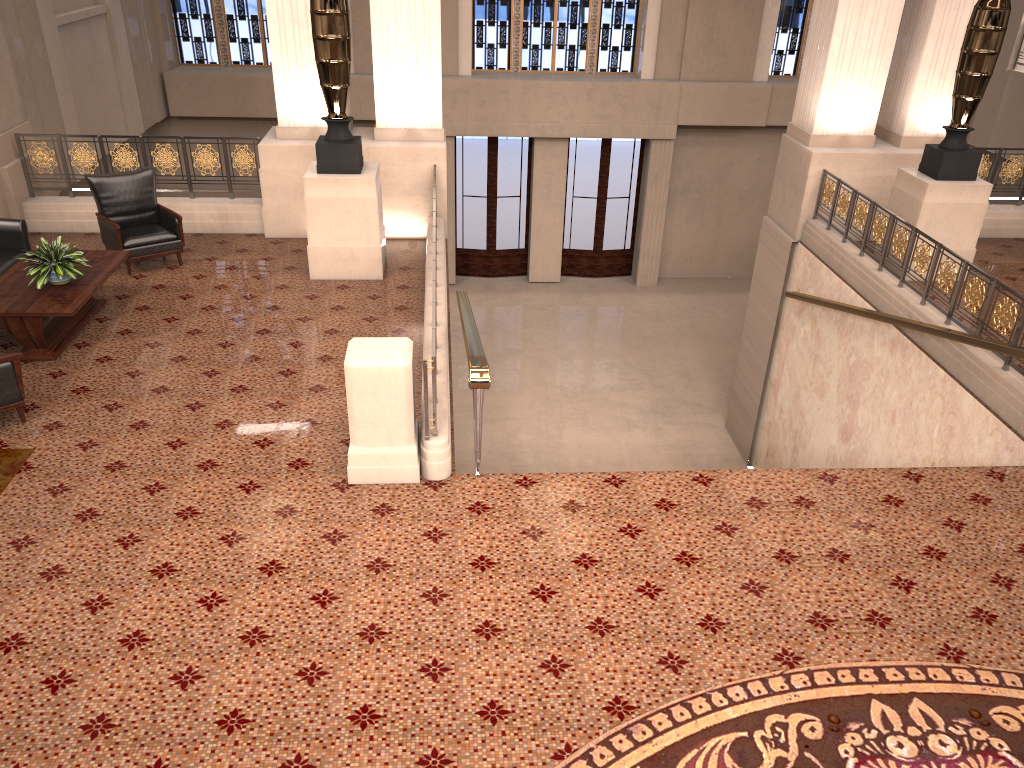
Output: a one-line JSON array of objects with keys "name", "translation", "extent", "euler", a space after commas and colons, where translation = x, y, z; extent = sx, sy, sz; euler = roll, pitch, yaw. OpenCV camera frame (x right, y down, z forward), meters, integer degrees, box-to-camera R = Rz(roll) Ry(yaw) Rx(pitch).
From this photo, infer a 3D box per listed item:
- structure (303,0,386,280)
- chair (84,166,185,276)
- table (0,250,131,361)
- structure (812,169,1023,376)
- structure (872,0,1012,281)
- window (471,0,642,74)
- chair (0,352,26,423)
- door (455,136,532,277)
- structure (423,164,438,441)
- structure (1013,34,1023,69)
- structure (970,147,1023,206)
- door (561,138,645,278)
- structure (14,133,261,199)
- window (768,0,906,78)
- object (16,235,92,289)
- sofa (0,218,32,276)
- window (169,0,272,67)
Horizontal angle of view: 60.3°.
[{"name": "structure", "translation": [-1.591, -2.428, 8.090], "extent": [0.700, 2.934, 0.665], "euler": [-1, 31, -4]}, {"name": "chair", "translation": [-3.629, -1.584, 8.556], "extent": [0.635, 0.888, 0.695], "euler": [-21, 37, -34]}, {"name": "table", "translation": [-3.733, -0.658, 7.235], "extent": [0.838, 0.459, 1.402], "euler": [-1, 28, -4]}, {"name": "structure", "translation": [3.575, -1.012, 7.687], "extent": [0.079, 0.566, 4.693], "euler": [-1, 28, -5]}, {"name": "structure", "translation": [4.321, -2.469, 8.538], "extent": [0.700, 2.934, 0.665], "euler": [-1, 31, -4]}, {"name": "window", "translation": [0.816, -8.059, 14.503], "extent": [2.987, 5.639, 0.066], "euler": [-1, 31, -4]}, {"name": "chair", "translation": [-3.675, -0.131, 5.779], "extent": [0.700, 0.888, 0.630], "euler": [-24, 39, -38]}, {"name": "door", "translation": [-0.385, -3.364, 16.692], "extent": [1.491, 2.866, 0.147], "euler": [-1, 31, -4]}, {"name": "structure", "translation": [-0.644, -0.983, 7.368], "extent": [0.079, 0.566, 4.693], "euler": [-1, 28, -4]}, {"name": "structure", "translation": [8.059, -4.838, 12.923], "extent": [0.031, 0.703, 2.049], "euler": [-1, 28, -4]}, {"name": "structure", "translation": [6.450, -2.410, 10.289], "extent": [2.534, 0.689, 0.030], "euler": [0, 31, -4]}, {"name": "door", "translation": [1.697, -3.378, 16.850], "extent": [1.491, 2.866, 0.147], "euler": [-1, 31, -4]}, {"name": "structure", "translation": [-3.962, -2.338, 9.500], "extent": [2.534, 0.689, 0.030], "euler": [0, 31, -4]}, {"name": "window", "translation": [6.079, -8.096, 14.902], "extent": [2.987, 5.639, 0.066], "euler": [-1, 31, -4]}, {"name": "object", "translation": [-3.614, -0.976, 6.927], "extent": [0.496, 0.396, 0.505], "euler": [16, 32, 24]}, {"name": "sofa", "translation": [-4.646, -0.774, 7.096], "extent": [0.875, 0.744, 1.827], "euler": [-1, 28, -4]}, {"name": "window", "translation": [-4.272, -8.024, 14.118], "extent": [2.987, 5.639, 0.066], "euler": [-1, 31, -4]}]
